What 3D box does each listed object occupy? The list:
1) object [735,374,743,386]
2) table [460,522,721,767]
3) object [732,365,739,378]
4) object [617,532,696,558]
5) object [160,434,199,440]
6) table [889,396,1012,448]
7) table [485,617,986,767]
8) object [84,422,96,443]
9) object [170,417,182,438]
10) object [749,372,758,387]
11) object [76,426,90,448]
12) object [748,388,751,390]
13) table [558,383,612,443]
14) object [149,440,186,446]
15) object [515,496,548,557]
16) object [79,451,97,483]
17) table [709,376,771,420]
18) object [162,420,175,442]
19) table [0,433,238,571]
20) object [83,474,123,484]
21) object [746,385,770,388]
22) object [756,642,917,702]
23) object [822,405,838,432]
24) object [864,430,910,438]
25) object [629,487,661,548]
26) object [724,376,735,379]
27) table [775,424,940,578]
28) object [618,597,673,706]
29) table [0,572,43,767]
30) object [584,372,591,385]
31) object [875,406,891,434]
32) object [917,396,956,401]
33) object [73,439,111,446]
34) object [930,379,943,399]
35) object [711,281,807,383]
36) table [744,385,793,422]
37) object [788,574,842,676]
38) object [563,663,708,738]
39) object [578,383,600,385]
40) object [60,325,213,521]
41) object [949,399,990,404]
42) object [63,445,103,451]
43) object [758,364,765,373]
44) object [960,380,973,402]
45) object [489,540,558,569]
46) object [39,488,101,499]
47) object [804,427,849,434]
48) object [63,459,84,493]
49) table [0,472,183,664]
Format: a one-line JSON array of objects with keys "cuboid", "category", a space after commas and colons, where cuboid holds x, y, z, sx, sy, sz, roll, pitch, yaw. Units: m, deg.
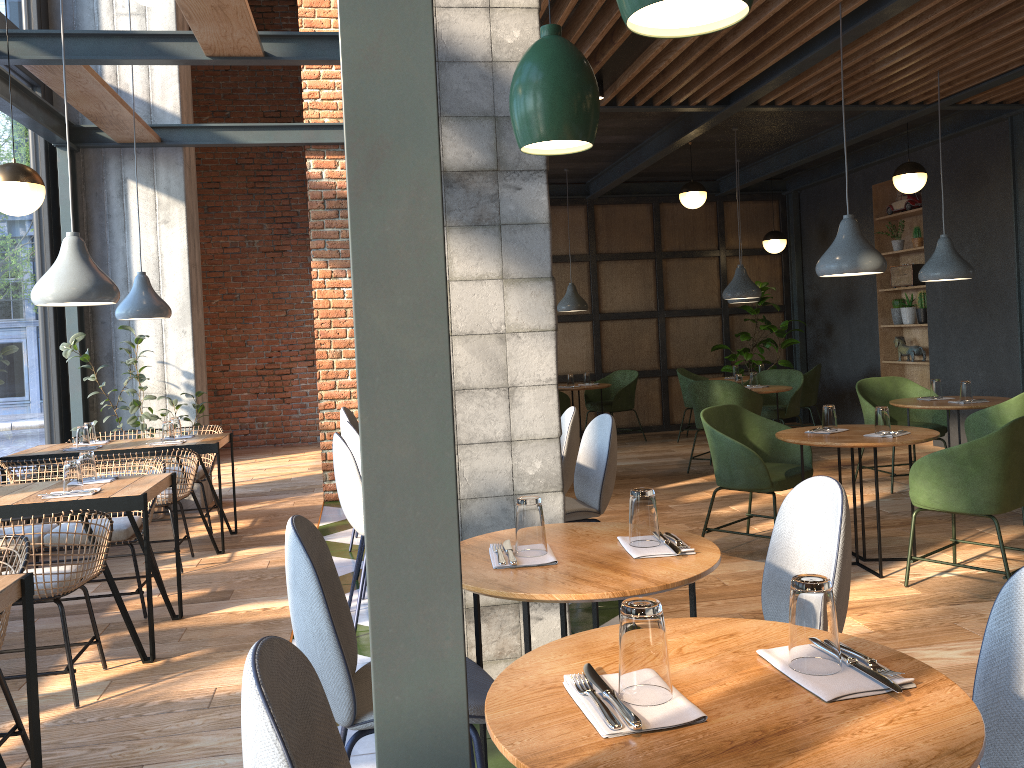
[{"cuboid": [2.075, -0.022, 8.106, 0.080, 0.138, 0.080, -2, 1, 28], "category": "object"}, {"cuboid": [0.178, 0.791, 2.201, 0.699, 0.746, 0.700, -3, 2, 1], "category": "table"}, {"cuboid": [2.497, -0.142, 9.887, 0.080, 0.138, 0.080, -4, 1, -32], "category": "object"}, {"cuboid": [0.358, 0.399, 2.205, 0.157, 0.019, 0.243, -3, 3, -4], "category": "object"}, {"cuboid": [-2.261, 0.357, 6.032, 0.243, 0.019, 0.157, -3, 3, -9], "category": "object"}, {"cuboid": [3.062, 0.459, 6.123, 0.807, 0.687, 0.809, -1, 3, 40], "category": "table"}, {"cuboid": [0.327, 0.833, 1.322, 0.699, 0.746, 0.701, -2, 2, 33], "category": "table"}, {"cuboid": [-2.822, 0.325, 5.913, 0.080, 0.138, 0.080, -4, 1, -36], "category": "object"}, {"cuboid": [-2.282, 0.293, 6.005, 0.080, 0.138, 0.080, -4, 1, -36], "category": "object"}, {"cuboid": [2.268, -0.044, 8.319, 0.080, 0.138, 0.080, -2, 1, 28], "category": "object"}, {"cuboid": [-2.731, 0.336, 5.637, 0.080, 0.138, 0.080, -2, 1, 22], "category": "object"}, {"cuboid": [2.053, 0.046, 8.098, 0.242, 0.019, 0.158, 0, 4, 45], "category": "object"}, {"cuboid": [0.723, 0.366, 9.876, 0.807, 0.687, 0.809, -2, 2, 30], "category": "table"}, {"cuboid": [-2.226, 0.374, 5.699, 0.243, 0.019, 0.157, -3, 3, -9], "category": "object"}, {"cuboid": [0.045, 0.349, 2.187, 0.080, 0.138, 0.080, -4, 1, -31], "category": "object"}, {"cuboid": [-1.973, 0.383, 4.115, 0.080, 0.138, 0.080, -4, 1, -34], "category": "object"}, {"cuboid": [2.607, 0.276, 9.812, 0.807, 0.687, 0.808, -3, 2, -9], "category": "table"}, {"cuboid": [-2.221, 0.306, 5.723, 0.080, 0.138, 0.080, -4, 1, -36], "category": "object"}, {"cuboid": [-2.519, 0.745, 5.803, 1.272, 0.706, 0.658, -3, 2, -10], "category": "table"}, {"cuboid": [-1.952, 0.447, 4.142, 0.243, 0.019, 0.157, -3, 3, -7], "category": "object"}, {"cuboid": [2.302, 0.021, 8.321, 0.242, 0.019, 0.158, 0, 4, 45], "category": "object"}, {"cuboid": [0.502, 0.438, 1.371, 0.157, 0.019, 0.243, -4, 3, -13], "category": "object"}, {"cuboid": [1.707, 0.183, 4.764, 0.080, 0.138, 0.080, -3, 1, -27], "category": "object"}, {"cuboid": [1.913, 0.252, 4.529, 0.243, 0.019, 0.157, -6, 4, -40], "category": "object"}, {"cuboid": [0.330, 0.333, 2.224, 0.080, 0.138, 0.080, -4, 2, -41], "category": "object"}, {"cuboid": [2.488, -0.077, 9.911, 0.157, 0.019, 0.243, -1, 4, 35], "category": "object"}, {"cuboid": [1.825, 0.602, 4.670, 0.807, 0.687, 0.809, -2, 2, 21], "category": "table"}, {"cuboid": [0.194, 0.391, 1.308, 0.080, 0.138, 0.080, -3, 1, 0], "category": "object"}, {"cuboid": [-1.879, 0.924, 2.025, 1.272, 0.706, 0.658, -3, 2, -10], "category": "table"}, {"cuboid": [0.841, -0.064, 9.954, 0.080, 0.138, 0.080, -4, 1, -31], "category": "object"}, {"cuboid": [1.904, 0.185, 4.554, 0.080, 0.138, 0.080, -3, 1, -27], "category": "object"}, {"cuboid": [3.024, 0.098, 6.299, 0.243, 0.019, 0.157, -3, 3, -11], "category": "object"}, {"cuboid": [-2.801, 0.389, 5.940, 0.243, 0.019, 0.157, -3, 3, -9], "category": "object"}, {"cuboid": [3.004, 0.034, 6.272, 0.080, 0.138, 0.080, -2, 2, 42], "category": "object"}, {"cuboid": [2.967, -0.337, 10.536, 1.057, 1.794, 0.722, -3, 1, 1], "category": "object"}, {"cuboid": [2.196, 0.385, 8.214, 0.807, 0.687, 0.809, -2, 2, 32], "category": "table"}, {"cuboid": [0.471, 0.373, 1.386, 0.080, 0.138, 0.080, -2, 1, 30], "category": "object"}, {"cuboid": [0.172, 0.458, 1.315, 0.157, 0.019, 0.243, -4, 3, -13], "category": "object"}, {"cuboid": [0.876, 0.001, 9.956, 0.158, 0.019, 0.242, -6, 4, -44], "category": "object"}, {"cuboid": [-2.865, 0.311, 6.742, 0.859, 1.497, 0.899, -3, 1, 9], "category": "object"}, {"cuboid": [3.066, 0.114, 5.967, 0.243, 0.019, 0.157, -3, 3, -11], "category": "object"}, {"cuboid": [-2.731, 0.404, 5.613, 0.243, 0.019, 0.157, -3, 3, -11], "category": "object"}, {"cuboid": [2.740, -0.146, 9.733, 0.080, 0.138, 0.080, -3, 1, -2], "category": "object"}, {"cuboid": [3.071, 0.046, 5.992, 0.080, 0.138, 0.080, -2, 2, 42], "category": "object"}, {"cuboid": [0.024, 0.416, 2.198, 0.157, 0.019, 0.243, -3, 3, -4], "category": "object"}, {"cuboid": [-1.894, 0.464, 3.789, 0.243, 0.019, 0.157, -3, 3, -11], "category": "object"}, {"cuboid": [1.711, 0.247, 4.796, 0.243, 0.019, 0.157, -6, 4, -40], "category": "object"}, {"cuboid": [-1.890, 0.396, 3.813, 0.080, 0.138, 0.080, -3, 1, -8], "category": "object"}, {"cuboid": [-2.198, 0.835, 3.908, 1.272, 0.706, 0.658, -3, 2, -10], "category": "table"}]
